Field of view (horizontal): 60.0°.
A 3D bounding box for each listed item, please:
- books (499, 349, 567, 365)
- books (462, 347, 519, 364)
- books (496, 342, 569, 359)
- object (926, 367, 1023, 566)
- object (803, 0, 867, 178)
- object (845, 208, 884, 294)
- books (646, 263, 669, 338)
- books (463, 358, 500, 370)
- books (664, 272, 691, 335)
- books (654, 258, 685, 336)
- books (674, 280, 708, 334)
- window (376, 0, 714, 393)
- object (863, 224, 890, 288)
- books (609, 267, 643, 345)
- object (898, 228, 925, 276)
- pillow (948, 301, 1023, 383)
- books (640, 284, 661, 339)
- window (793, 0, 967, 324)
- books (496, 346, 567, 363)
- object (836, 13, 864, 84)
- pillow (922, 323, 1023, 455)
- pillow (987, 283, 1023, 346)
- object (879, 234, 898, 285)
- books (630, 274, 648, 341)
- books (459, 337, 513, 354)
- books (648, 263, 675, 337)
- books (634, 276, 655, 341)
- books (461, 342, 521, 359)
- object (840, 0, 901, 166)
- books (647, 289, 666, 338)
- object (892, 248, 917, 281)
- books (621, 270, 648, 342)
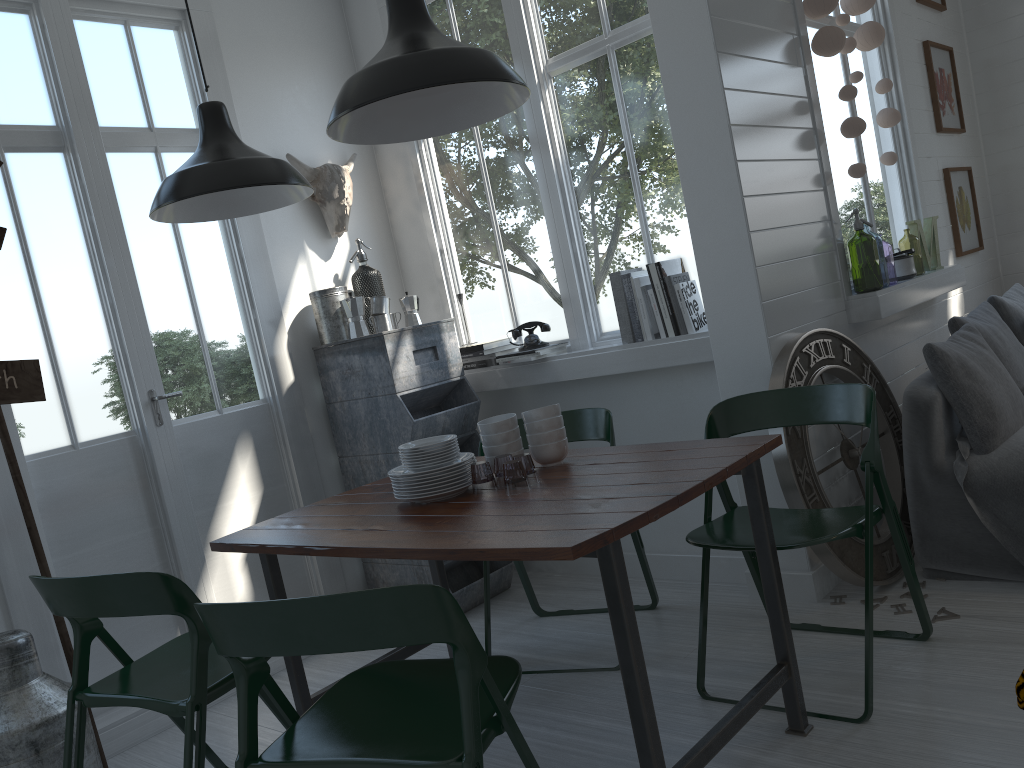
[{"bbox_3d":[0.109,-0.143,4.701,0.231,0.017,0.313,-15,5,-32],"label":"books"},{"bbox_3d":[-0.127,-0.160,4.964,0.300,0.028,0.236,-8,6,40],"label":"books"},{"bbox_3d":[0.106,-0.177,4.706,0.250,0.014,0.311,-16,6,-41],"label":"books"},{"bbox_3d":[2.411,0.318,3.702,1.212,0.926,1.682,-12,5,-7],"label":"object"},{"bbox_3d":[1.549,-1.697,4.317,0.197,1.407,0.193,-12,5,3],"label":"object"},{"bbox_3d":[1.728,-0.661,4.373,0.136,0.416,0.136,-7,7,39],"label":"object"},{"bbox_3d":[0.731,-0.398,4.153,0.049,0.355,0.193,-7,7,42],"label":"books"},{"bbox_3d":[-0.107,-0.129,4.966,0.320,0.040,0.236,-8,6,44],"label":"books"},{"bbox_3d":[0.796,-0.370,4.092,0.061,0.283,0.166,-7,7,42],"label":"books"},{"bbox_3d":[0.773,-0.404,4.120,0.063,0.355,0.203,-7,7,42],"label":"books"},{"bbox_3d":[0.826,-0.352,4.070,0.058,0.240,0.148,-7,7,42],"label":"books"},{"bbox_3d":[0.119,-1.211,4.468,1.875,2.402,0.253,-7,7,42],"label":"window"},{"bbox_3d":[1.815,-0.644,4.490,0.137,0.335,0.137,-16,7,-40],"label":"object"},{"bbox_3d":[0.583,-0.376,4.288,0.065,0.351,0.194,-7,7,42],"label":"books"},{"bbox_3d":[2.227,-0.733,4.955,0.110,0.270,0.111,-15,6,-29],"label":"object"},{"bbox_3d":[2.468,-0.143,4.512,0.281,0.521,0.639,-7,7,43],"label":"pillow"},{"bbox_3d":[0.687,-0.342,4.167,0.057,0.262,0.137,-7,7,42],"label":"books"},{"bbox_3d":[1.919,-1.611,4.769,0.254,2.402,1.478,-7,7,42],"label":"window"},{"bbox_3d":[0.102,-0.159,4.703,0.307,0.017,0.231,-8,6,41],"label":"books"},{"bbox_3d":[1.629,-2.053,4.451,0.150,1.090,0.152,-13,5,-12],"label":"object"},{"bbox_3d":[2.071,0.014,3.921,0.279,0.522,0.637,-7,7,42],"label":"pillow"},{"bbox_3d":[2.930,-0.277,5.016,0.279,0.562,0.637,-7,7,43],"label":"pillow"},{"bbox_3d":[1.918,-0.640,4.593,0.110,0.270,0.111,-15,6,-29],"label":"object"},{"bbox_3d":[0.657,-0.368,4.229,0.025,0.315,0.199,-7,7,42],"label":"books"},{"bbox_3d":[-0.179,-0.205,4.915,0.297,0.035,0.235,-8,6,44],"label":"books"},{"bbox_3d":[0.750,-0.400,4.140,0.070,0.353,0.194,-7,7,42],"label":"books"},{"bbox_3d":[0.675,-0.365,4.215,0.040,0.305,0.194,-7,7,42],"label":"books"},{"bbox_3d":[-0.148,-0.182,4.929,0.261,0.028,0.320,-15,5,-37],"label":"books"},{"bbox_3d":[1.883,-1.871,4.709,0.199,1.429,0.197,-16,7,-37],"label":"object"},{"bbox_3d":[0.710,-0.334,4.145,0.054,0.240,0.121,-7,7,42],"label":"books"},{"bbox_3d":[2.074,-0.643,4.789,0.208,0.174,0.186,-10,5,23],"label":"object"},{"bbox_3d":[0.629,-0.373,4.245,0.060,0.333,0.187,-7,7,42],"label":"books"}]
